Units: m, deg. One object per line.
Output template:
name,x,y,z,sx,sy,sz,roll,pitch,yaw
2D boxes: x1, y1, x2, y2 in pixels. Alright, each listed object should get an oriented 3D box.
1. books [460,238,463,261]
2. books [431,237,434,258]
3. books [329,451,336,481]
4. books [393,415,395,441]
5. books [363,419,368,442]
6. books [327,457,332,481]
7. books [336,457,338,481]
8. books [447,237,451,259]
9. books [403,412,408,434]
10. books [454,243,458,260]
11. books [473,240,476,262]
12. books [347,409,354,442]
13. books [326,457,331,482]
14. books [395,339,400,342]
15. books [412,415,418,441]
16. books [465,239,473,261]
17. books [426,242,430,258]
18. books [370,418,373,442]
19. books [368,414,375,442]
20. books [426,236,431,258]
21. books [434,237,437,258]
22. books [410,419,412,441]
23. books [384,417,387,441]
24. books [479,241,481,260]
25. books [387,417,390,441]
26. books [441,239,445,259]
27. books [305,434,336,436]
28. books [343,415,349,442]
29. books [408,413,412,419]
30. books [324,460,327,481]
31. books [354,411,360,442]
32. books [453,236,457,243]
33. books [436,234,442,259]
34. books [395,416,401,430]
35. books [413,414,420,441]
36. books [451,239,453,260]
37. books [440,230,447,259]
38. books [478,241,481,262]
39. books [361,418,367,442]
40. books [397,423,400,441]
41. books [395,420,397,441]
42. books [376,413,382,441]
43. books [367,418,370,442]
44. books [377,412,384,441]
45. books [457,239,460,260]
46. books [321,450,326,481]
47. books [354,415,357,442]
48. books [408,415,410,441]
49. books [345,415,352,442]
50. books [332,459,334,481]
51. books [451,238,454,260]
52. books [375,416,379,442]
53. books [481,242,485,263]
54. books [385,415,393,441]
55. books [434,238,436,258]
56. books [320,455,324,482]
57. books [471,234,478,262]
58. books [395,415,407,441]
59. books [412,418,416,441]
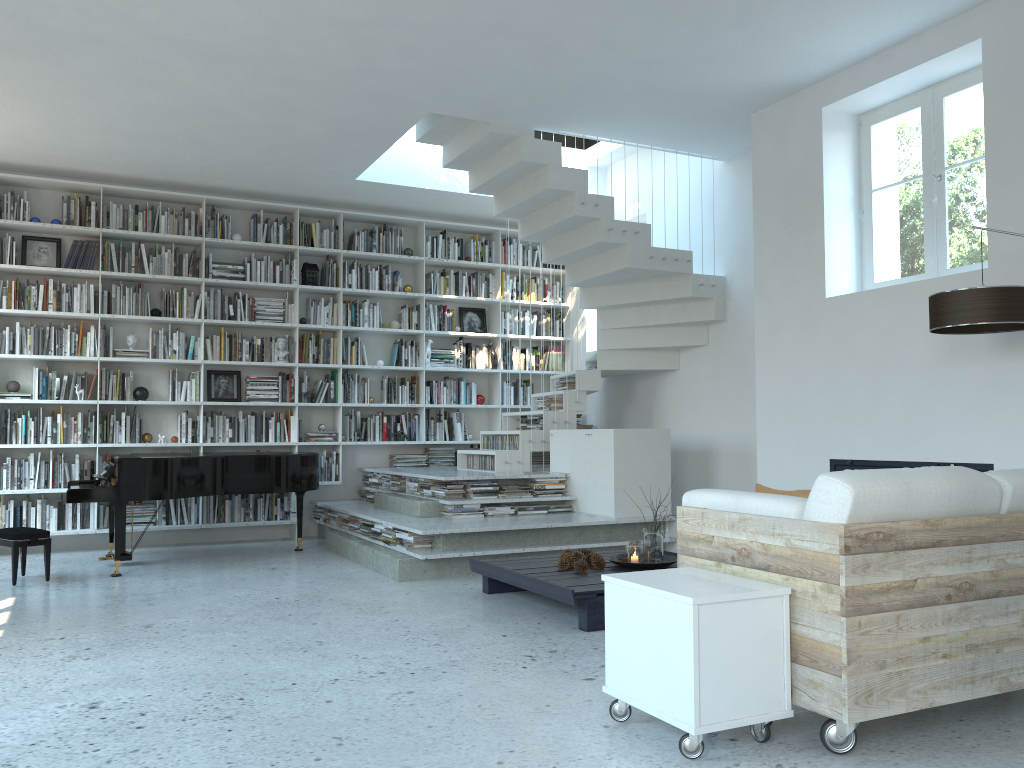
books,-0.556,-1.375,9.247,0.030,0.257,0.165,1,-3,-26
books,-0.843,-1.374,9.095,0.026,0.241,0.184,1,-3,-26
books,-1.717,0.784,8.466,0.021,0.285,0.172,1,-3,-26
books,-1.202,0.441,8.850,0.026,0.263,0.169,1,-3,-26
books,-1.446,0.458,8.725,0.011,0.217,0.175,1,-3,-26
books,-1.745,0.813,8.461,0.012,0.225,0.149,1,-3,-26
books,-1.691,0.811,8.486,0.013,0.233,0.149,1,-3,-26
books,-0.670,-1.380,9.184,0.014,0.262,0.168,1,-3,-26
books,-1.072,0.429,8.916,0.013,0.293,0.134,1,-3,-26
books,-0.613,-1.349,9.206,0.024,0.202,0.190,1,-3,-26
books,-0.424,-1.369,9.309,0.016,0.251,0.189,1,-3,-26
books,-1.577,0.404,8.645,0.010,0.316,0.187,1,-3,-26
books,-1.755,0.813,8.438,0.026,0.224,0.175,1,-3,-26
books,-1.148,-0.303,8.925,0.016,0.290,0.135,1,-3,-26
books,-0.986,0.448,8.946,0.026,0.258,0.157,1,-3,-26
books,-0.450,-1.372,9.287,0.019,0.256,0.169,1,-3,-26
books,-0.884,-1.346,9.066,0.022,0.182,0.190,1,-3,-26
books,-1.407,0.454,8.751,0.024,0.228,0.159,1,-3,-26
books,-1.389,0.434,8.758,0.014,0.267,0.171,1,-3,-26
books,-0.868,-1.379,9.088,0.025,0.250,0.178,1,-3,-26
books,-0.808,-1.375,9.141,0.027,0.249,0.140,1,-3,-26
books,-1.036,0.466,8.919,0.013,0.220,0.168,1,-3,-26
books,-1.286,0.448,8.795,0.031,0.244,0.184,1,-3,-26
books,-0.361,-1.369,9.356,0.017,0.256,0.146,1,-3,-26
books,-1.250,0.451,8.836,0.021,0.242,0.131,1,-3,-26
books,-0.733,-1.365,9.160,0.030,0.231,0.148,1,-3,-26
books,-1.829,0.487,8.468,0.254,0.012,0.161,1,-4,-26
books,-1.616,0.436,8.646,0.012,0.254,0.161,1,-3,-26
books,-1.037,0.436,8.949,0.012,0.282,0.143,1,-3,-26
books,-1.783,0.825,8.451,0.013,0.202,0.139,1,-3,-26
books,-1.525,0.416,8.670,0.030,0.294,0.188,1,-3,-26
books,-0.609,-1.385,9.239,0.012,0.279,0.153,1,-3,-26
books,-0.767,-1.390,9.143,0.048,0.278,0.150,1,-3,-26
books,-1.142,0.449,8.876,0.012,0.249,0.164,1,-3,-26
books,-0.964,0.441,8.958,0.025,0.272,0.171,1,-3,-26
books,-0.655,-1.366,9.192,0.022,0.236,0.172,1,-3,-26
books,-0.708,-1.416,9.163,0.014,0.332,0.180,1,-3,-26
books,-0.376,-1.366,9.331,0.031,0.248,0.164,1,-3,-26
books,-1.479,0.450,8.708,0.065,0.231,0.162,1,-3,-26
books,-1.157,0.482,8.865,0.025,0.181,0.169,1,-3,-26
books,-1.181,0.467,8.861,0.022,0.211,0.135,1,-3,-26
books,-1.325,0.427,8.798,0.012,0.285,0.159,1,-3,-26
books,-1.432,0.450,8.743,0.029,0.234,0.142,1,-3,-26
books,-1.304,0.423,8.784,0.012,0.293,0.175,1,-3,-26
books,-0.580,-1.372,9.249,0.012,0.254,0.161,1,-3,-26
books,-1.805,0.775,8.445,0.032,0.300,0.149,1,-3,-26
books,-1.549,0.435,8.658,0.023,0.256,0.178,1,-3,-26
books,-1.057,0.444,8.924,0.021,0.264,0.150,1,-3,-26
books,-1.591,0.431,8.636,0.023,0.262,0.186,1,-3,-26
books,-1.728,0.820,8.451,0.011,0.212,0.178,1,-3,-26
books,-0.639,-1.374,9.210,0.021,0.254,0.151,1,-3,-26
books,-1.355,0.442,8.762,0.025,0.252,0.181,1,-3,-26
books,-0.335,-1.359,9.344,0.018,0.235,0.186,1,-3,-26
books,-1.222,0.440,8.832,0.026,0.262,0.173,1,-3,-26
books,-0.824,-1.368,9.113,0.024,0.231,0.168,1,-3,-26
books,-1.817,0.801,8.416,0.014,0.245,0.176,1,-3,-26
books,-0.398,-1.403,9.323,0.007,0.320,0.165,1,-3,-26
books,-1.105,0.441,8.889,0.070,0.266,0.186,1,-3,-26
books,-1.006,0.462,8.928,0.025,0.228,0.176,1,-3,-26
